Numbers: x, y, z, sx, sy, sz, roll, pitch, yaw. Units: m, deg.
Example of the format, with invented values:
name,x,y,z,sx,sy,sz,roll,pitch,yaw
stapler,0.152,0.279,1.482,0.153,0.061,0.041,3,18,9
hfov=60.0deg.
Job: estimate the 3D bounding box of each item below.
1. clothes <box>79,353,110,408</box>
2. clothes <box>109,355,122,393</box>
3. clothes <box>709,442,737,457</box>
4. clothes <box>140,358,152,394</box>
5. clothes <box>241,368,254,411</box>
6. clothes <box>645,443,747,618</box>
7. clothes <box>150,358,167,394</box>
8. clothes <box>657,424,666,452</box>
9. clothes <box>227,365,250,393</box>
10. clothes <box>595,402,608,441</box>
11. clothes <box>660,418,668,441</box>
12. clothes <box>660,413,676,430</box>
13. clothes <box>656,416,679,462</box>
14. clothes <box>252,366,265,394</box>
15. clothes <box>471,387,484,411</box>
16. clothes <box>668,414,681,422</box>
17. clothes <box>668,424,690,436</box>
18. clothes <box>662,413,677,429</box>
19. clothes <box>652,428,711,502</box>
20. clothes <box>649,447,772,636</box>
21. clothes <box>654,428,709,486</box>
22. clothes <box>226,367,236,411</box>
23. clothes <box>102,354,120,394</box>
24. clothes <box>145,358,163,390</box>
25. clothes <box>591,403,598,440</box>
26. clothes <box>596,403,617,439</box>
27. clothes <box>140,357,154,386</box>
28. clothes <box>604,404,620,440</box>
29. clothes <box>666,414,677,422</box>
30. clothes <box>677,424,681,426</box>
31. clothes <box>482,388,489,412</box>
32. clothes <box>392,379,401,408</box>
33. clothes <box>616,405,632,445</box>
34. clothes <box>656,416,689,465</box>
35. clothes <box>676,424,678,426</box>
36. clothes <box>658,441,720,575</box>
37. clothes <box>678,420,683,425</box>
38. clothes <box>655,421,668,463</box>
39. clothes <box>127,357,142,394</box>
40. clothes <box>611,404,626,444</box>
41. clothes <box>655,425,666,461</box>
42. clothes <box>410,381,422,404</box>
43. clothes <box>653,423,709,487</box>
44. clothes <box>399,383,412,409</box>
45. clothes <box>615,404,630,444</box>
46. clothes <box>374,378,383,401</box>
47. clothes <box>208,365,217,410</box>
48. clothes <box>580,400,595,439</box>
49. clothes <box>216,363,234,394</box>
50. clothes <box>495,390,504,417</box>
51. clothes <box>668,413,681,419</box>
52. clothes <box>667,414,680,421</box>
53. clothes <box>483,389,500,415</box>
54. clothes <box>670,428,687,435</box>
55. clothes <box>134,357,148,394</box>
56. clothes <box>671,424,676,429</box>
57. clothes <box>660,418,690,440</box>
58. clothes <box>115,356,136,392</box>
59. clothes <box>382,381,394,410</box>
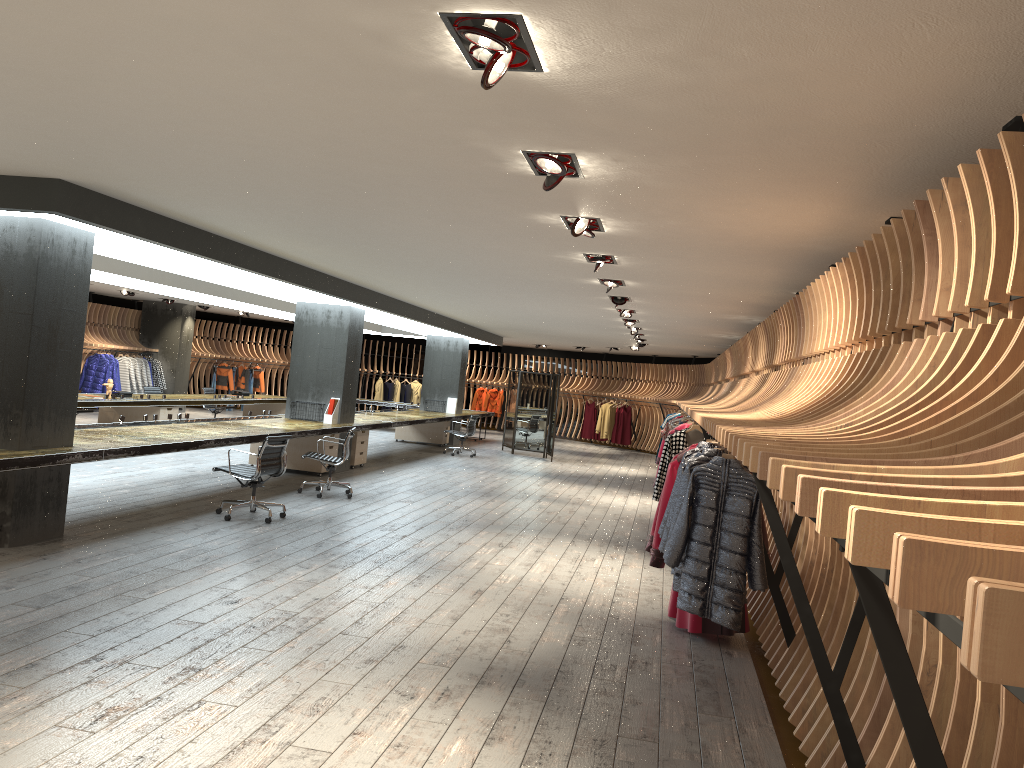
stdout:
name,x,y,z,sx,sy,sz,roll,pitch,yaw
clothes,-9.627,-0.086,20.332,0.880,1.261,0.242,6,-1,7
clothes,-9.493,-0.081,20.633,0.885,1.239,0.245,6,-1,7
clothes,1.258,0.807,5.790,0.166,0.854,0.746,6,-1,-35
clothes,-9.128,-0.119,21.765,0.752,1.062,0.128,6,-1,8
clothes,-7.727,0.242,25.907,0.308,1.422,0.200,6,-1,-18
clothes,1.370,1.074,6.437,0.840,1.312,0.320,5,-1,39
clothes,-9.031,-0.056,22.307,0.799,1.186,0.191,6,-1,11
clothes,3.424,1.156,18.048,0.914,1.081,0.238,6,-1,15
clothes,-7.857,-0.121,25.650,0.840,0.881,0.200,5,-1,30
clothes,2.634,1.089,25.664,0.443,1.129,0.127,6,-1,-28
clothes,3.461,1.159,18.255,0.914,1.081,0.238,6,-1,10
clothes,3.540,1.106,19.012,0.738,0.971,0.167,5,-1,19
clothes,2.922,1.194,15.248,0.840,1.312,0.321,6,-1,9
clothes,-7.533,-0.094,26.125,0.840,0.881,0.200,5,-1,40
clothes,-1.041,0.540,28.110,0.201,0.881,0.839,5,0,25
clothes,3.161,1.104,16.460,0.715,1.088,0.256,5,-1,16
clothes,2.155,1.138,10.890,0.840,1.312,0.320,5,-1,39
clothes,3.466,1.084,18.416,0.734,0.938,0.164,6,-1,14
clothes,1.928,1.061,9.630,0.773,1.161,0.191,6,-1,0
clothes,1.391,1.082,6.151,0.840,1.317,0.318,5,-1,17
clothes,1.980,1.065,9.848,0.773,1.161,0.191,6,-1,10
clothes,-8.070,0.210,25.423,0.200,1.422,0.309,6,-1,2
clothes,-9.447,-0.078,20.444,0.884,1.246,0.249,6,-1,7
clothes,-9.055,-0.057,22.120,0.807,1.187,0.191,6,-1,11
clothes,2.426,1.067,25.935,0.127,1.129,0.443,6,-1,2
clothes,2.817,1.066,25.412,0.777,1.053,0.151,6,-1,11
clothes,-9.226,-0.059,21.989,0.885,1.239,0.245,6,-1,7
clothes,2.943,1.079,25.231,0.776,1.053,0.152,6,-1,-39
clothes,3.380,1.132,17.634,0.733,1.106,0.165,5,-1,15
clothes,2.393,0.950,12.323,0.278,0.767,0.263,5,-1,17
clothes,-0.807,0.563,28.103,0.201,0.881,0.839,5,0,15
clothes,-3.713,0.293,28.237,0.249,0.890,0.705,6,-1,-39
clothes,3.184,1.146,24.829,0.443,1.129,0.127,6,-1,-18
clothes,2.871,1.190,14.963,0.840,1.312,0.320,5,-1,19
clothes,2.511,1.171,13.140,0.278,1.141,0.172,5,-1,17
clothes,1.184,0.786,5.520,0.501,0.854,0.245,6,-1,-6
clothes,2.474,1.299,12.888,0.277,1.543,0.316,6,-1,9
clothes,3.207,1.136,16.771,0.914,1.081,0.238,6,-1,10
clothes,-9.205,-0.125,21.331,0.752,1.062,0.128,6,-1,8
clothes,3.060,1.133,25.058,0.443,1.129,0.127,6,-1,-18
clothes,3.261,1.140,17.122,0.914,1.081,0.238,6,-1,15
clothes,-3.120,0.349,28.296,0.705,0.890,0.249,5,-1,31
clothes,2.204,1.142,11.174,0.840,1.312,0.320,5,-1,29
clothes,-3.445,0.647,28.260,0.539,1.353,0.087,5,-1,35
clothes,3.150,1.142,24.915,0.444,1.129,0.126,6,-1,7
clothes,-4.226,0.243,28.117,0.250,0.890,0.705,6,-1,-29
clothes,-8.384,0.181,24.919,0.200,1.422,0.309,6,-1,-13
clothes,2.278,1.052,26.134,0.444,1.129,0.126,6,-1,7
clothes,-8.216,-0.158,25.216,0.840,0.881,0.200,5,-1,25
clothes,-0.391,0.604,27.906,0.200,0.881,0.839,6,0,-10
clothes,3.291,1.124,17.456,0.733,1.106,0.165,6,-1,10
clothes,3.237,1.110,16.892,0.715,1.088,0.256,6,-1,6
clothes,-0.618,0.582,27.998,0.201,0.881,0.838,5,-1,40
clothes,2.018,1.067,10.138,0.773,1.161,0.191,5,-1,30
clothes,-9.159,-0.121,21.589,0.752,1.062,0.128,6,-1,8
clothes,2.599,1.295,13.436,0.539,1.353,0.087,6,-1,10
clothes,2.714,1.063,14.140,0.759,1.030,0.179,6,-1,-4
clothes,-9.246,-0.128,21.099,0.752,1.062,0.128,6,-1,8
clothes,-3.953,0.597,28.179,0.539,1.353,0.087,5,-1,45
